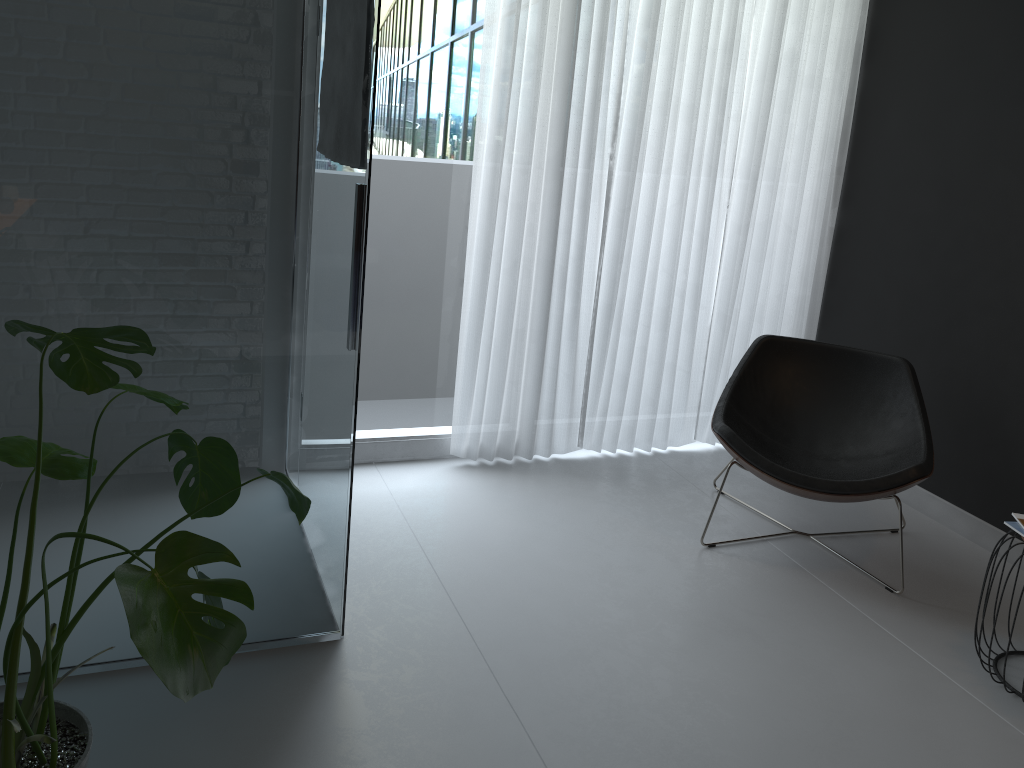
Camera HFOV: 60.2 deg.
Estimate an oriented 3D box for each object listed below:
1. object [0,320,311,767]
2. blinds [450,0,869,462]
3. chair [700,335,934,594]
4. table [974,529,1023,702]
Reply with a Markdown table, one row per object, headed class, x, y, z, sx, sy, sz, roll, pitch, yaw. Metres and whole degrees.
| class | x | y | z | sx | sy | sz | roll | pitch | yaw |
| --- | --- | --- | --- | --- | --- | --- | --- | --- | --- |
| object | -0.844 | 0.412 | 1.611 | 0.851 | 1.029 | 1.010 | 4 | 15 | -4 |
| blinds | 0.709 | -0.979 | 3.817 | 1.853 | 2.649 | 0.139 | 0 | 14 | -22 |
| chair | 1.155 | 0.250 | 3.347 | 0.793 | 0.678 | 0.827 | 11 | 16 | 19 |
| table | 1.597 | 0.673 | 2.534 | 0.453 | 0.427 | 0.457 | -9 | 21 | -43 |
